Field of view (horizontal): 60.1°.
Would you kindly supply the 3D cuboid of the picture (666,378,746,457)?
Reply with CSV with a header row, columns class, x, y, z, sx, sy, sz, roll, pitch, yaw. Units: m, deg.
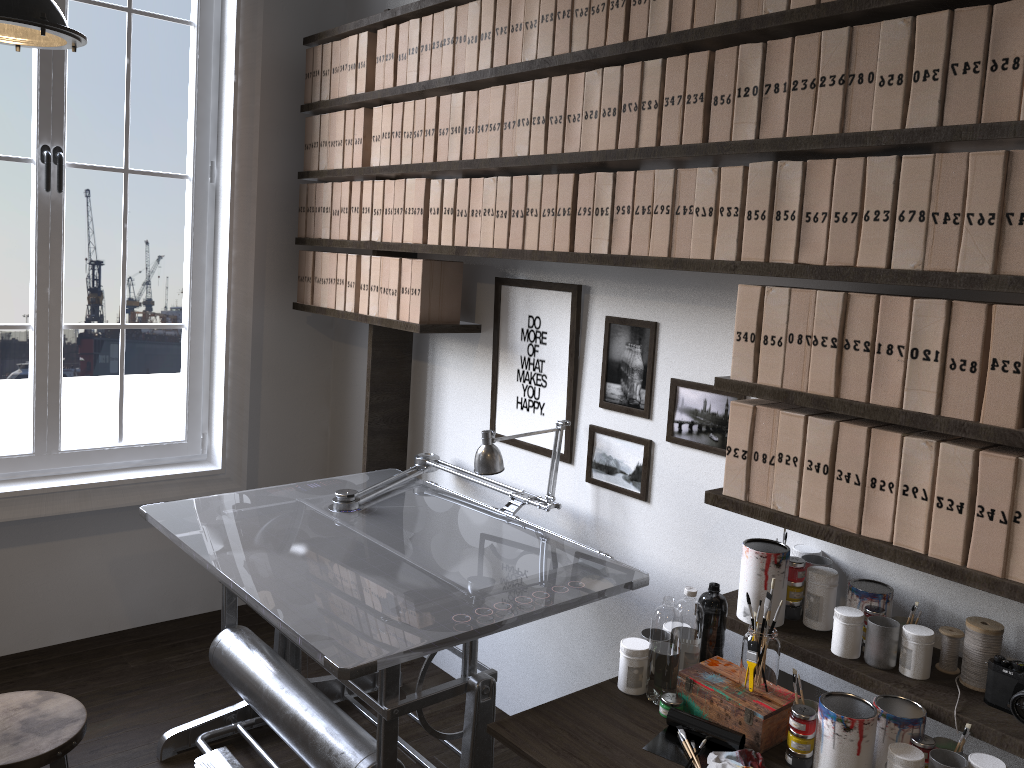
class,x,y,z,sx,sy,sz,roll,pitch,yaw
picture,0.532,0.092,2.430,0.023,0.182,0.252,-1,8,-40

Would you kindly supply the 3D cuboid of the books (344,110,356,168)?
class,x,y,z,sx,sy,sz,roll,pitch,yaw
books,-0.561,-0.945,3.462,0.174,0.224,0.067,-2,8,-40

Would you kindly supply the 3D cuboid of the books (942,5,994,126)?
class,x,y,z,sx,sy,sz,roll,pitch,yaw
books,0.912,-0.593,1.706,0.174,0.224,0.067,-2,8,-40

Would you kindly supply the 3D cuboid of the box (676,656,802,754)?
class,x,y,z,sx,sy,sz,roll,pitch,yaw
box,0.466,0.659,1.836,0.138,0.083,0.213,-3,10,-40

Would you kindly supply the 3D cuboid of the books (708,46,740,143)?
class,x,y,z,sx,sy,sz,roll,pitch,yaw
books,0.560,-0.676,2.128,0.174,0.224,0.067,-2,8,-40

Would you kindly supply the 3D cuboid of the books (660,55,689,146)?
class,x,y,z,sx,sy,sz,roll,pitch,yaw
books,0.465,-0.698,2.242,0.174,0.224,0.067,-2,8,-40

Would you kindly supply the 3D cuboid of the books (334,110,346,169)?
class,x,y,z,sx,sy,sz,roll,pitch,yaw
books,-0.608,-0.955,3.510,0.174,0.225,0.067,-2,8,-40

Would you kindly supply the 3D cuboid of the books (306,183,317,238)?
class,x,y,z,sx,sy,sz,roll,pitch,yaw
books,-0.764,-0.718,3.709,0.174,0.224,0.067,-2,8,-40

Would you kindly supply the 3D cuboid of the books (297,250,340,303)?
class,x,y,z,sx,sy,sz,roll,pitch,yaw
books,-0.820,-0.453,3.783,0.174,0.224,0.067,-2,8,-40

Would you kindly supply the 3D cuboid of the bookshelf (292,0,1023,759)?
class,x,y,z,sx,sy,sz,roll,pitch,yaw
bookshelf,2.116,0.794,0.422,0.373,3.191,9.223,-1,9,-40

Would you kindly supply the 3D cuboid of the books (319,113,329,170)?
class,x,y,z,sx,sy,sz,roll,pitch,yaw
books,-0.689,-0.975,3.611,0.174,0.224,0.067,-2,8,-40

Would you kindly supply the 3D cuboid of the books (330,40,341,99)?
class,x,y,z,sx,sy,sz,roll,pitch,yaw
books,-0.629,-1.240,3.540,0.174,0.224,0.067,-2,8,-40

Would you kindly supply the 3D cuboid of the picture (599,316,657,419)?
class,x,y,z,sx,sy,sz,roll,pitch,yaw
picture,0.349,-0.054,2.648,0.022,0.283,0.202,-1,8,-41

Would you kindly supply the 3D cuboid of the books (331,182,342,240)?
class,x,y,z,sx,sy,sz,roll,pitch,yaw
books,-0.628,-0.686,3.548,0.174,0.224,0.067,-2,8,-40

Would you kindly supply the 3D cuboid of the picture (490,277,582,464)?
class,x,y,z,sx,sy,sz,roll,pitch,yaw
picture,0.070,-0.059,2.965,0.040,0.572,0.417,-1,8,-40

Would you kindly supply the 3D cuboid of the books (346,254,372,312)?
class,x,y,z,sx,sy,sz,roll,pitch,yaw
books,-0.553,-0.390,3.459,0.174,0.224,0.067,-2,8,-40

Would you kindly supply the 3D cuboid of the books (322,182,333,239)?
class,x,y,z,sx,sy,sz,roll,pitch,yaw
books,-0.677,-0.697,3.599,0.174,0.224,0.067,-2,8,-40

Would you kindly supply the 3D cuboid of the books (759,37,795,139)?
class,x,y,z,sx,sy,sz,roll,pitch,yaw
books,0.650,-0.655,2.020,0.174,0.224,0.067,-2,8,-40

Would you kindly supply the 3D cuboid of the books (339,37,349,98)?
class,x,y,z,sx,sy,sz,roll,pitch,yaw
books,-0.586,-1.229,3.486,0.174,0.224,0.067,-2,8,-40

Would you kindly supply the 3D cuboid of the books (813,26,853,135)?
class,x,y,z,sx,sy,sz,roll,pitch,yaw
books,0.734,-0.634,1.911,0.174,0.225,0.067,-2,8,-40

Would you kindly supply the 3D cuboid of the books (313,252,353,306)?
class,x,y,z,sx,sy,sz,roll,pitch,yaw
books,-0.725,-0.431,3.669,0.174,0.224,0.067,-2,8,-40

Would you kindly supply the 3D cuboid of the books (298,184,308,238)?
class,x,y,z,sx,sy,sz,roll,pitch,yaw
books,-0.812,-0.728,3.757,0.174,0.225,0.067,-2,8,-40

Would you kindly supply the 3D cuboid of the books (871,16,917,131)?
class,x,y,z,sx,sy,sz,roll,pitch,yaw
books,0.819,-0.614,1.814,0.174,0.224,0.067,-2,8,-40

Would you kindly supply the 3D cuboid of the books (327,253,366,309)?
class,x,y,z,sx,sy,sz,roll,pitch,yaw
books,-0.648,-0.411,3.567,0.174,0.225,0.067,-2,8,-40

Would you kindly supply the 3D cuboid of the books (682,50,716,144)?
class,x,y,z,sx,sy,sz,roll,pitch,yaw
books,0.508,-0.687,2.182,0.174,0.225,0.067,-2,8,-40

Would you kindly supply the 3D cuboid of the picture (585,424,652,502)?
class,x,y,z,sx,sy,sz,roll,pitch,yaw
picture,0.323,0.235,2.682,0.023,0.182,0.252,-1,8,-40

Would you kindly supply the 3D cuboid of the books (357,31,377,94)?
class,x,y,z,sx,sy,sz,roll,pitch,yaw
books,-0.496,-1.207,3.376,0.174,0.224,0.067,-2,8,-40

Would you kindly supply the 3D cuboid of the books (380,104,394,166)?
class,x,y,z,sx,sy,sz,roll,pitch,yaw
books,-0.388,-0.897,3.247,0.174,0.224,0.067,-2,8,-40

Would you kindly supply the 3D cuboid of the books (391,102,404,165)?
class,x,y,z,sx,sy,sz,roll,pitch,yaw
books,-0.342,-0.886,3.192,0.174,0.225,0.067,-2,8,-40

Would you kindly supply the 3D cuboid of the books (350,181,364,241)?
class,x,y,z,sx,sy,sz,roll,pitch,yaw
books,-0.532,-0.664,3.434,0.174,0.224,0.067,-2,8,-40

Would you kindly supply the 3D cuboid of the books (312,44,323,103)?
class,x,y,z,sx,sy,sz,roll,pitch,yaw
books,-0.725,-1.261,3.644,0.174,0.224,0.067,-2,8,-40

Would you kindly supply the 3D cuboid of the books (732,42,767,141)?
class,x,y,z,sx,sy,sz,roll,pitch,yaw
books,0.602,-0.665,2.071,0.174,0.224,0.067,-2,8,-40

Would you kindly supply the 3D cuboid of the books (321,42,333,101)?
class,x,y,z,sx,sy,sz,roll,pitch,yaw
books,-0.676,-1.250,3.591,0.174,0.224,0.067,-2,8,-40

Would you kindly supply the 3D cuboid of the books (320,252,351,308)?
class,x,y,z,sx,sy,sz,roll,pitch,yaw
books,-0.685,-0.421,3.618,0.174,0.224,0.067,-2,8,-40

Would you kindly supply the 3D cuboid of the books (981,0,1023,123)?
class,x,y,z,sx,sy,sz,roll,pitch,yaw
books,0.958,-0.583,1.654,0.174,0.224,0.067,-2,8,-40

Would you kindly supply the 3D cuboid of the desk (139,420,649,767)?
class,x,y,z,sx,sy,sz,roll,pitch,yaw
desk,-0.341,0.663,2.583,1.072,1.092,1.275,-2,9,-40

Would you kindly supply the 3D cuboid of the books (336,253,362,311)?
class,x,y,z,sx,sy,sz,roll,pitch,yaw
books,-0.602,-0.401,3.512,0.174,0.224,0.067,-2,8,-40

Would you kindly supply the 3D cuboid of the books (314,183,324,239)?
class,x,y,z,sx,sy,sz,roll,pitch,yaw
books,-0.719,-0.708,3.655,0.174,0.224,0.067,-2,8,-40

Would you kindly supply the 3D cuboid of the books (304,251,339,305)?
class,x,y,z,sx,sy,sz,roll,pitch,yaw
books,-0.777,-0.442,3.722,0.174,0.225,0.067,-2,8,-40

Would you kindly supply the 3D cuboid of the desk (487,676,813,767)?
class,x,y,z,sx,sy,sz,roll,pitch,yaw
desk,0.713,1.123,1.378,0.656,0.666,1.677,-2,10,-40

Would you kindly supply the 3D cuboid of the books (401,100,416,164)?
class,x,y,z,sx,sy,sz,roll,pitch,yaw
books,-0.298,-0.877,3.147,0.174,0.224,0.067,-2,8,-40

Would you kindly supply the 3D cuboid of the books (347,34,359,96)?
class,x,y,z,sx,sy,sz,roll,pitch,yaw
books,-0.544,-1.218,3.430,0.174,0.225,0.067,-2,8,-40

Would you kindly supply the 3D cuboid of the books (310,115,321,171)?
class,x,y,z,sx,sy,sz,roll,pitch,yaw
books,-0.737,-0.985,3.665,0.174,0.225,0.067,-2,8,-40

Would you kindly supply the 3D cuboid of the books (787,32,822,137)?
class,x,y,z,sx,sy,sz,roll,pitch,yaw
books,0.695,-0.644,1.966,0.174,0.224,0.067,-2,8,-40

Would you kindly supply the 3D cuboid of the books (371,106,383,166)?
class,x,y,z,sx,sy,sz,roll,pitch,yaw
books,-0.432,-0.908,3.304,0.174,0.224,0.067,-2,8,-40

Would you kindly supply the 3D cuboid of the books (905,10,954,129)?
class,x,y,z,sx,sy,sz,roll,pitch,yaw
books,0.864,-0.603,1.757,0.174,0.225,0.067,-2,8,-40

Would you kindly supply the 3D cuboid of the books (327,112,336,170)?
class,x,y,z,sx,sy,sz,roll,pitch,yaw
books,-0.647,-0.965,3.564,0.174,0.224,0.067,-2,8,-40

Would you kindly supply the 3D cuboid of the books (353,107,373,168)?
class,x,y,z,sx,sy,sz,roll,pitch,yaw
books,-0.515,-0.934,3.408,0.174,0.224,0.067,-2,8,-40

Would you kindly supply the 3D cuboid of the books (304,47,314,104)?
class,x,y,z,sx,sy,sz,roll,pitch,yaw
books,-0.772,-1.271,3.699,0.174,0.225,0.067,-2,8,-40

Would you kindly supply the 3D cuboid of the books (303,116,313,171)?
class,x,y,z,sx,sy,sz,roll,pitch,yaw
books,-0.778,-0.996,3.720,0.174,0.224,0.067,-2,8,-40

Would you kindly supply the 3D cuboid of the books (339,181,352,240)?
class,x,y,z,sx,sy,sz,roll,pitch,yaw
books,-0.584,-0.675,3.487,0.174,0.225,0.067,-2,8,-40

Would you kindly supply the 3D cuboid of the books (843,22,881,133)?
class,x,y,z,sx,sy,sz,roll,pitch,yaw
books,0.780,-0.624,1.863,0.174,0.224,0.067,-2,8,-40

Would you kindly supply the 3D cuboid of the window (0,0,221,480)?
class,x,y,z,sx,sy,sz,roll,pitch,yaw
window,-1.697,-0.767,3.254,1.245,2.298,0.154,-1,7,-40
